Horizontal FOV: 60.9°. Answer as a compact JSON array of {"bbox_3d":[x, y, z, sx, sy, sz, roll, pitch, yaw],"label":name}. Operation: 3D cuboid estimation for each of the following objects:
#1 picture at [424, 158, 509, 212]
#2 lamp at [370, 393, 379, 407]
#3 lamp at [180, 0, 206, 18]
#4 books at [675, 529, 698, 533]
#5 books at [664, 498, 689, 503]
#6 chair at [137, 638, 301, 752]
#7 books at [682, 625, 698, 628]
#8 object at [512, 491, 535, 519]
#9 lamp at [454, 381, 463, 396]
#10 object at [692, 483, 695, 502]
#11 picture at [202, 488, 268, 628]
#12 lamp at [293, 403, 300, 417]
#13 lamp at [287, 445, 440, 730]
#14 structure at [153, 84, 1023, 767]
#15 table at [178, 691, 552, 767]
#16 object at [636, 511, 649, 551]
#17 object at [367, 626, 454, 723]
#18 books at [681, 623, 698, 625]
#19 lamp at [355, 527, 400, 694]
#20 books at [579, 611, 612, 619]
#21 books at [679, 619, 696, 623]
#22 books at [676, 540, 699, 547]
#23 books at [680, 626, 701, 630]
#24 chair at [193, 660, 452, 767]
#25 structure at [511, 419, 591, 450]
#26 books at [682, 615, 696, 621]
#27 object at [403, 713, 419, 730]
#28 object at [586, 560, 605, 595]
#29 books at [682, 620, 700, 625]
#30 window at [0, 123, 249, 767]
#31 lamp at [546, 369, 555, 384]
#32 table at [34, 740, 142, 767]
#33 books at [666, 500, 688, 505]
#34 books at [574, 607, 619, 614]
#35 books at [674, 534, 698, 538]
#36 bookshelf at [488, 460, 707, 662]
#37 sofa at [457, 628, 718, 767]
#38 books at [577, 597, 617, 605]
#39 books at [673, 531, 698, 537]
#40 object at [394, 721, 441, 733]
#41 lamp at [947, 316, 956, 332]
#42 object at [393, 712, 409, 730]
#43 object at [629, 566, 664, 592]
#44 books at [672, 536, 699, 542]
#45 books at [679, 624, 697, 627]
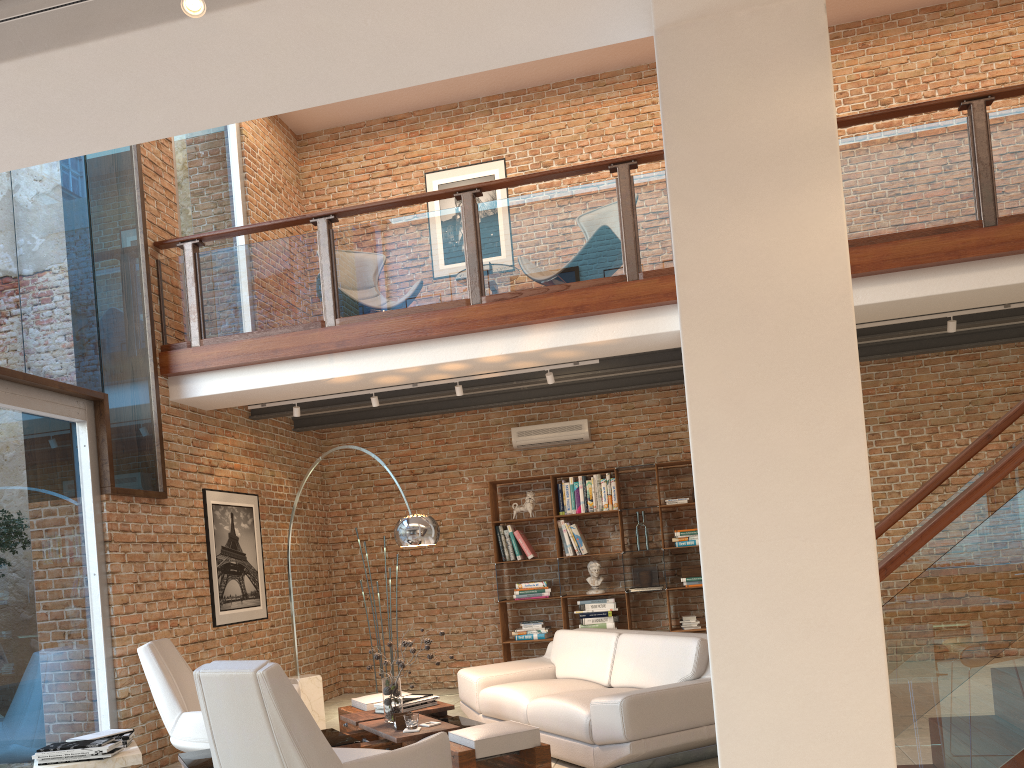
[{"bbox_3d":[-0.467,-1.788,9.488,0.917,1.180,0.027,-6,-1,12],"label":"picture"},{"bbox_3d":[-1.165,0.136,7.412,0.061,0.119,0.087,-6,-5,14],"label":"lamp"},{"bbox_3d":[-0.791,-0.968,2.160,0.059,0.127,0.087,-4,-5,-18],"label":"lamp"},{"bbox_3d":[1.819,1.473,8.781,0.357,0.020,0.277,-7,-12,10],"label":"books"},{"bbox_3d":[1.652,1.170,8.762,0.237,0.018,0.174,-6,-11,5],"label":"books"},{"bbox_3d":[-2.060,2.267,6.171,0.982,0.983,1.045,-4,-7,-4],"label":"chair"},{"bbox_3d":[1.793,2.442,8.796,0.156,0.008,0.247,-6,-12,6],"label":"books"},{"bbox_3d":[0.125,1.264,9.094,0.253,0.279,0.131,-7,-4,20],"label":"object"},{"bbox_3d":[-0.440,0.046,7.253,0.061,0.127,0.087,-6,-4,14],"label":"lamp"},{"bbox_3d":[1.890,1.064,8.699,0.193,0.229,0.196,-2,-6,-30],"label":"object"},{"bbox_3d":[-2.469,1.556,7.826,0.028,1.177,0.923,-5,-5,11],"label":"picture"},{"bbox_3d":[-1.869,0.231,7.563,0.059,0.127,0.087,-4,-5,-18],"label":"lamp"},{"bbox_3d":[-1.186,1.629,6.694,0.318,2.314,2.065,-4,-5,-42],"label":"lamp"},{"bbox_3d":[1.172,-0.431,2.055,10.195,4.065,14.080,-7,-11,11],"label":"structure"},{"bbox_3d":[-0.990,2.304,5.419,1.966,0.422,2.255,1,-12,-27],"label":"table"},{"bbox_3d":[1.315,1.487,8.832,0.122,0.393,0.062,-5,-1,15],"label":"object"},{"bbox_3d":[-0.628,1.815,5.498,0.540,0.598,0.322,-3,-4,-17],"label":"object"},{"bbox_3d":[1.791,2.417,8.797,0.156,0.008,0.247,-6,-12,6],"label":"books"},{"bbox_3d":[-1.308,2.330,8.776,0.417,1.794,0.202,-4,-1,-18],"label":"lamp"},{"bbox_3d":[0.864,2.364,8.961,0.327,0.054,0.259,-6,-11,7],"label":"books"},{"bbox_3d":[1.774,2.387,8.797,0.163,0.017,0.256,-7,-12,11],"label":"books"},{"bbox_3d":[1.834,1.599,8.768,0.329,0.054,0.258,-9,-12,22],"label":"books"},{"bbox_3d":[1.802,2.456,8.802,0.171,0.018,0.241,-5,-11,0],"label":"books"},{"bbox_3d":[-0.953,1.751,4.116,1.038,1.000,0.978,-8,-7,28],"label":"chair"},{"bbox_3d":[0.415,0.537,9.204,0.816,0.216,0.202,-7,-6,12],"label":"structure"},{"bbox_3d":[1.786,2.361,8.799,0.133,0.033,0.209,-6,-11,6],"label":"books"},{"bbox_3d":[-0.587,1.981,5.113,0.091,0.083,0.093,-1,-8,-29],"label":"object"},{"bbox_3d":[0.850,1.990,8.981,0.198,0.345,0.194,-7,-4,27],"label":"object"},{"bbox_3d":[1.797,2.404,8.803,0.171,0.018,0.241,-6,-12,5],"label":"books"},{"bbox_3d":[-4.054,-0.958,2.674,0.650,6.279,12.531,-5,-9,11],"label":"window"},{"bbox_3d":[0.310,-0.057,7.099,0.061,0.114,0.095,-6,-5,18],"label":"lamp"},{"bbox_3d":[-2.230,2.210,4.616,0.494,0.496,0.505,-2,-7,-28],"label":"table"},{"bbox_3d":[1.658,1.194,8.753,0.207,0.033,0.134,-7,-11,12],"label":"books"},{"bbox_3d":[0.880,2.327,8.971,0.446,0.020,0.276,-7,-12,12],"label":"books"},{"bbox_3d":[1.822,1.526,8.769,0.380,0.018,0.249,-6,-12,5],"label":"books"},{"bbox_3d":[1.359,1.930,8.860,3.046,2.170,0.367,-7,-2,12],"label":"bookshelf"},{"bbox_3d":[0.590,2.148,6.115,1.141,0.742,2.382,0,-11,-28],"label":"sofa"},{"bbox_3d":[0.878,2.236,8.985,0.381,0.036,0.248,-7,-12,12],"label":"books"},{"bbox_3d":[1.820,1.498,8.760,0.380,0.036,0.249,-6,-11,6],"label":"books"},{"bbox_3d":[-0.550,2.030,5.190,0.270,0.034,0.254,-2,-12,-16],"label":"object"},{"bbox_3d":[3.251,-0.435,6.446,0.061,0.127,0.087,-6,-4,14],"label":"lamp"},{"bbox_3d":[-0.658,2.026,5.239,0.094,0.081,0.117,-3,-8,-16],"label":"object"},{"bbox_3d":[1.359,1.974,8.842,0.337,0.229,0.288,-7,-8,12],"label":"object"},{"bbox_3d":[1.811,1.557,8.781,0.381,0.036,0.248,-7,-12,12],"label":"books"},{"bbox_3d":[1.778,2.430,8.796,0.162,0.017,0.257,-6,-12,6],"label":"books"}]
